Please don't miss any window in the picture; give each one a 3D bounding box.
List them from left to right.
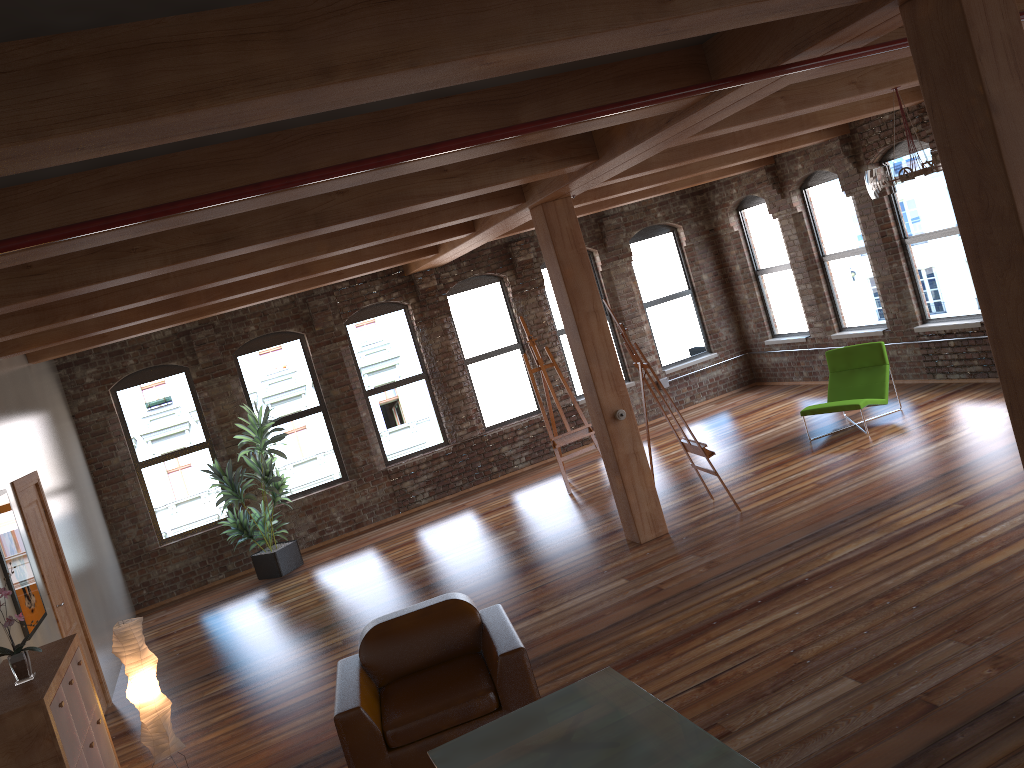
[{"bbox_3d":[-4.274,0.838,11.163,0.972,2.165,0.086,-18,3,-19],"label":"window"},{"bbox_3d":[-2.932,0.393,11.659,0.972,2.165,0.086,-18,3,-19],"label":"window"},{"bbox_3d":[-1.579,-0.019,12.085,0.972,2.223,0.221,-18,3,-19],"label":"window"},{"bbox_3d":[-0.260,-0.456,12.572,0.972,2.223,0.221,-18,3,-19],"label":"window"},{"bbox_3d":[1.062,-0.900,13.062,0.972,2.214,0.218,-18,3,-19],"label":"window"},{"bbox_3d":[2.400,-1.343,13.556,0.972,2.214,0.218,-18,3,-19],"label":"window"},{"bbox_3d":[3.763,-1.685,12.881,0.233,2.210,0.966,-17,3,-19],"label":"window"},{"bbox_3d":[4.258,-1.698,11.474,0.232,2.210,0.966,-17,3,-19],"label":"window"},{"bbox_3d":[4.746,-1.711,10.091,0.234,2.210,0.966,-17,3,-19],"label":"window"}]

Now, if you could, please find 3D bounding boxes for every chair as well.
[{"bbox_3d":[-0.443,1.733,5.079,1.066,0.734,0.831,-17,4,-9],"label":"chair"},{"bbox_3d":[3.617,0.069,9.591,0.677,0.794,0.963,-13,6,46],"label":"chair"}]

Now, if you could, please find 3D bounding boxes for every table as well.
[{"bbox_3d":[0.433,1.743,3.198,0.943,0.559,1.868,-18,5,-19],"label":"table"}]

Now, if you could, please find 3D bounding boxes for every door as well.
[{"bbox_3d":[-3.675,1.772,7.133,0.227,2.116,1.028,-17,3,-19],"label":"door"}]

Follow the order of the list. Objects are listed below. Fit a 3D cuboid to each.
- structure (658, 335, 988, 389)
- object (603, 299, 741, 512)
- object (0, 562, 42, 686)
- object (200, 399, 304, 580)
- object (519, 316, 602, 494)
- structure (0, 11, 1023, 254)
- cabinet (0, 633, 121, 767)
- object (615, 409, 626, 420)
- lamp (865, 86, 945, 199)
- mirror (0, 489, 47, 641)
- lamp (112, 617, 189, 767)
[{"bbox_3d":[5.894,-0.449,7.529,1.642,0.312,13.667,-19,6,-25],"label":"structure"},{"bbox_3d":[1.344,0.189,8.029,0.686,2.136,0.662,-17,3,-9],"label":"object"},{"bbox_3d":[-2.597,1.240,4.491,0.372,0.588,0.297,-18,4,-25],"label":"object"},{"bbox_3d":[-3.138,1.286,10.698,1.088,2.099,0.961,-19,4,-41],"label":"object"},{"bbox_3d":[0.506,0.178,10.757,0.665,2.136,0.683,-18,3,-24],"label":"object"},{"bbox_3d":[0.173,-1.142,3.751,6.838,0.111,0.051,-18,4,-19],"label":"structure"},{"bbox_3d":[-2.372,2.099,4.638,0.420,1.206,1.184,-18,4,-19],"label":"cabinet"},{"bbox_3d":[0.946,0.268,7.683,0.096,0.095,0.061,-18,4,-19],"label":"object"},{"bbox_3d":[3.217,-2.008,7.179,0.807,0.813,0.814,-15,4,17],"label":"lamp"},{"bbox_3d":[-3.363,1.200,6.001,0.025,0.950,0.693,-17,4,-19],"label":"mirror"},{"bbox_3d":[-2.310,2.035,5.691,0.260,1.112,0.272,-15,3,26],"label":"lamp"}]
